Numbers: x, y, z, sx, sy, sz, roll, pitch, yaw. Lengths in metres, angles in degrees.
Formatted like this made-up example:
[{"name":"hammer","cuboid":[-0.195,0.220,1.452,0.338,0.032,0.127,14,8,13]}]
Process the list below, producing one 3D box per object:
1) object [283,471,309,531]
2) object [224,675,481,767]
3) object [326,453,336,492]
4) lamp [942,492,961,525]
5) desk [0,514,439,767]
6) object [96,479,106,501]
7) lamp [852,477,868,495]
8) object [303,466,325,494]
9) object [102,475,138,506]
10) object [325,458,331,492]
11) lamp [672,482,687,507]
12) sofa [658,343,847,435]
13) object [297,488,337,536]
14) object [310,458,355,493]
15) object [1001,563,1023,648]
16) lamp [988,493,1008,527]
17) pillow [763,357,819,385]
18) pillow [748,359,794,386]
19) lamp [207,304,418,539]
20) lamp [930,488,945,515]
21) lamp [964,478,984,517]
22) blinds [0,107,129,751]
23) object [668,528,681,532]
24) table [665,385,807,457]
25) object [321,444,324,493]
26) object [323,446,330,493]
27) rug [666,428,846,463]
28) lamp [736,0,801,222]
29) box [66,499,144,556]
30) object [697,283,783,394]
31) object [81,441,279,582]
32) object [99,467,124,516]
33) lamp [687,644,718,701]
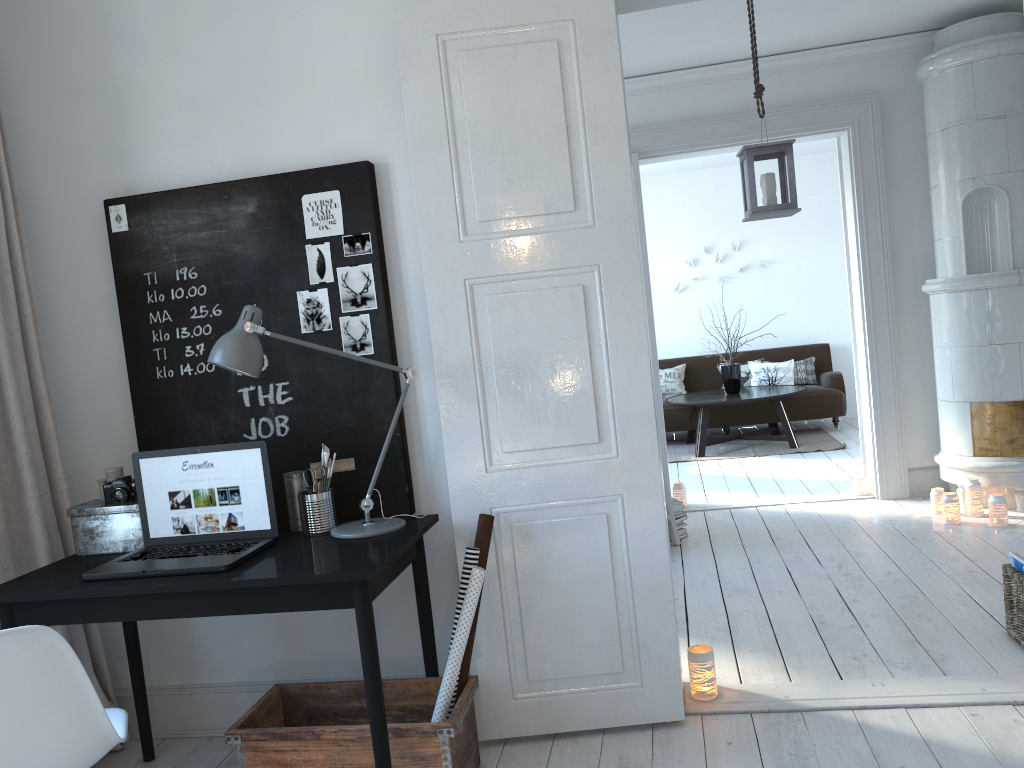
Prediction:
[{"name":"object","cuboid":[-0.685,0.378,2.851,0.079,0.188,0.079,-7,4,-11]},{"name":"object","cuboid":[-0.441,1.075,2.613,0.665,0.283,0.339,-6,4,10]},{"name":"object","cuboid":[-0.573,0.337,2.756,0.084,0.240,0.009,-7,5,-13]},{"name":"lamp","cuboid":[2.414,0.683,4.875,0.089,0.166,0.089,-5,4,11]},{"name":"desk","cuboid":[-0.817,0.875,2.657,1.160,0.760,0.650,-6,4,10]},{"name":"object","cuboid":[-1.340,0.347,2.912,0.040,0.069,0.039,-6,4,-2]},{"name":"lamp","cuboid":[2.266,0.666,5.772,0.093,0.110,0.093,-4,4,27]},{"name":"object","cuboid":[-0.620,0.359,2.777,0.081,0.199,0.050,-3,5,35]},{"name":"object","cuboid":[-1.217,0.333,2.754,0.137,0.087,0.073,-6,4,10]},{"name":"object","cuboid":[-0.583,0.347,2.764,0.009,0.222,0.082,-3,6,39]},{"name":"lamp","cuboid":[1.132,0.750,5.981,0.089,0.166,0.089,-6,4,9]},{"name":"sofa","cuboid":[2.246,0.106,9.144,2.165,0.826,0.967,-6,4,10]},{"name":"object","cuboid":[-0.607,0.399,2.767,0.108,0.129,0.108,-4,4,25]},{"name":"object","cuboid":[-0.557,0.347,2.809,0.138,0.209,0.034,-7,4,-10]},{"name":"object","cuboid":[1.936,0.790,3.155,0.270,0.265,0.223,-6,4,10]},{"name":"lamp","cuboid":[2.592,0.672,4.728,0.089,0.166,0.089,-6,4,9]},{"name":"pillow","cuboid":[2.867,-0.116,9.125,0.542,0.288,0.182,-6,4,11]},{"name":"pillow","cuboid":[2.650,-0.100,9.049,0.471,0.309,0.188,-6,4,11]},{"name":"lamp","cuboid":[-0.565,0.105,2.665,0.616,0.717,0.230,-8,5,-19]},{"name":"lamp","cuboid":[2.455,0.675,5.103,0.084,0.146,0.084,-5,4,14]},{"name":"lamp","cuboid":[2.589,0.635,4.976,0.098,0.210,0.098,-5,4,14]},{"name":"blinds","cuboid":[-1.651,0.013,2.650,0.225,2.651,0.829,-6,4,10]},{"name":"object","cuboid":[0.913,0.851,5.260,0.111,0.014,0.156,-9,4,-37]},{"name":"table","cuboid":[2.129,0.338,8.383,1.300,0.504,1.298,-6,4,0]},{"name":"object","cuboid":[-0.591,0.322,2.773,0.008,0.268,0.060,-4,5,27]},{"name":"object","cuboid":[-0.586,0.325,2.772,0.062,0.264,0.012,-10,6,-38]},{"name":"rug","cuboid":[2.159,0.558,8.426,1.710,0.055,1.454,-6,3,10]},{"name":"lamp","cuboid":[1.101,-1.648,4.034,0.228,1.764,0.228,-6,4,7]},{"name":"box","cuboid":[-1.247,0.451,2.864,0.317,0.152,0.192,-6,4,10]},{"name":"object","cuboid":[2.139,-0.443,8.243,0.845,1.067,0.525,-8,4,-19]},{"name":"object","cuboid":[-0.960,0.357,2.544,0.446,0.316,0.325,-6,4,10]},{"name":"object","cuboid":[-1.298,0.343,2.837,0.056,0.130,0.167,-6,4,8]},{"name":"lamp","cuboid":[0.646,0.979,3.007,0.089,0.166,0.089,-6,4,2]}]
